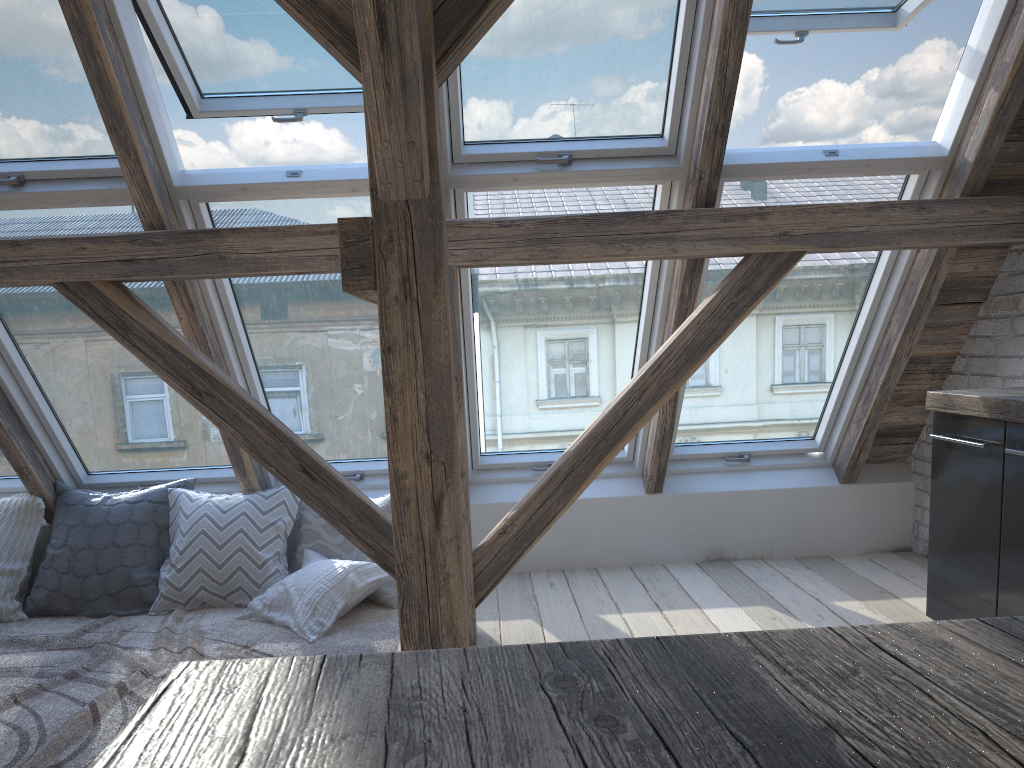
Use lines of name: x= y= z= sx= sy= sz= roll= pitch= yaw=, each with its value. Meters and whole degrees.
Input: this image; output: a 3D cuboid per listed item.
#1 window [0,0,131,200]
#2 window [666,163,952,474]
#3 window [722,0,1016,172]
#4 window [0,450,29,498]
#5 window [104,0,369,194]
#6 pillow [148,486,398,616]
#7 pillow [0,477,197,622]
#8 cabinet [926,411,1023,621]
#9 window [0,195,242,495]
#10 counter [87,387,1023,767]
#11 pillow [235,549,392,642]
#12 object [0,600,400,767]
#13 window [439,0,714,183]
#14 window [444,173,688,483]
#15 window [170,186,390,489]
window: x=-1.665 y=-1.241 z=2.399 sx=0.855 sy=1.298 sz=1.079 roll=-3 pitch=6 yaw=-2
window: x=1.106 y=-0.213 z=3.661 sx=0.855 sy=1.298 sz=1.079 roll=-3 pitch=6 yaw=-2
window: x=1.088 y=-1.371 z=2.544 sx=0.855 sy=1.296 sz=1.499 roll=-3 pitch=5 yaw=-2
window: x=-2.568 y=-0.043 z=3.550 sx=0.855 sy=1.298 sz=1.079 roll=-3 pitch=6 yaw=-2
window: x=-0.748 y=-1.285 z=2.476 sx=0.855 sy=1.297 sz=1.386 roll=-3 pitch=6 yaw=-2
pillow: x=-0.953 y=0.701 z=3.848 sx=1.155 sy=0.543 sz=0.493 roll=-2 pitch=6 yaw=3
pillow: x=-2.054 y=0.722 z=3.854 sx=1.272 sy=0.573 sz=0.460 roll=-3 pitch=7 yaw=-1
cabinet: x=0.942 y=-0.275 z=0.657 sx=2.092 sy=2.545 sz=4.158 roll=-3 pitch=4 yaw=-2
window: x=-1.650 y=-0.085 z=3.578 sx=0.855 sy=1.298 sz=1.079 roll=-3 pitch=6 yaw=-2
counter: x=0.902 y=0.551 z=0.992 sx=2.240 sy=0.865 sz=3.763 roll=-3 pitch=3 yaw=-2
pillow: x=-0.799 y=0.847 z=3.560 sx=0.535 sy=0.246 sz=0.470 roll=0 pitch=5 yaw=39
object: x=-1.992 y=0.998 z=2.939 sx=3.186 sy=0.057 sz=2.159 roll=-3 pitch=2 yaw=-1
window: x=0.172 y=-1.326 z=2.455 sx=0.855 sy=1.298 sz=1.079 roll=-3 pitch=6 yaw=-2
window: x=0.187 y=-0.170 z=3.633 sx=0.855 sy=1.298 sz=1.079 roll=-3 pitch=6 yaw=-2
window: x=-0.731 y=-0.128 z=3.606 sx=0.855 sy=1.298 sz=1.079 roll=-3 pitch=6 yaw=-2
